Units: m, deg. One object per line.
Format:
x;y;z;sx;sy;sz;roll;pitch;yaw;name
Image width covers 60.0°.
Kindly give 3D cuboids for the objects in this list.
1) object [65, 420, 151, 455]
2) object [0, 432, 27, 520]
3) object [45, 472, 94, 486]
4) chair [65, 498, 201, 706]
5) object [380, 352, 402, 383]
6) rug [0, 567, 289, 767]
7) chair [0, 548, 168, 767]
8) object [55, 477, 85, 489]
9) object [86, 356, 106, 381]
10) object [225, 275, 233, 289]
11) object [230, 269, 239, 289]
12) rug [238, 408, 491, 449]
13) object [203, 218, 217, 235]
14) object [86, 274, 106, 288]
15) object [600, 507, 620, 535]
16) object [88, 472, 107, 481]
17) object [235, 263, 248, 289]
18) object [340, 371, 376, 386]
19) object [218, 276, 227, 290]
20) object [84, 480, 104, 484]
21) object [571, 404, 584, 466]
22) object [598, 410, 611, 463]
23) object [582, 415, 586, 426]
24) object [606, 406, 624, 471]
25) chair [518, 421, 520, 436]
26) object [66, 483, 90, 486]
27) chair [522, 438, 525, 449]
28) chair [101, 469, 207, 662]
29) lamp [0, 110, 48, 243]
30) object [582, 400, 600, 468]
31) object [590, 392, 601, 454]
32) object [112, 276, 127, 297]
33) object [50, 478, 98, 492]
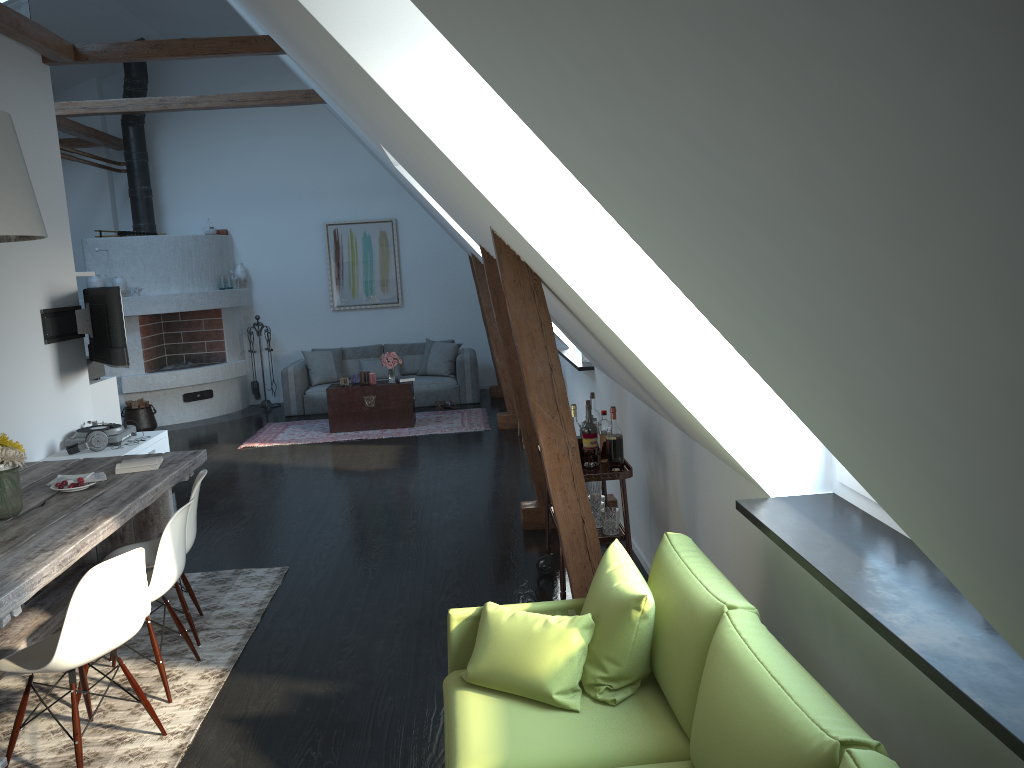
-3.167;0.394;6.928;0.558;0.162;0.742;-4;8;-6;object
-2.168;0.385;3.737;0.233;0.365;0.293;-8;9;-32;object
-2.199;0.471;4.416;0.182;0.016;0.179;-5;8;-8;object
-1.608;0.913;3.817;0.542;0.801;0.465;-4;8;-2;chair
-1.341;-0.192;9.813;0.234;0.351;0.235;-11;11;-43;object
-2.193;1.330;3.932;1.898;0.022;2.677;-4;8;-3;rug
-1.576;0.989;3.245;0.542;0.801;0.465;0;8;23;chair
-2.098;0.477;4.214;0.132;0.034;0.144;-8;9;-31;object
-3.821;-0.109;7.640;0.435;0.211;0.496;-4;8;-3;object
-3.684;-1.324;11.543;0.092;0.180;0.092;-1;8;20;object
-3.653;-1.383;11.684;0.081;0.258;0.150;1;9;30;object
-1.570;0.473;9.905;2.647;0.029;1.512;-4;8;-3;rug
-3.940;-2.049;11.548;0.066;0.221;0.231;1;9;27;object
-4.900;-1.132;10.454;0.203;0.314;0.203;-6;8;-19;object
0.474;0.662;4.265;0.095;0.119;0.095;-10;10;-41;object
-2.115;0.468;4.405;0.182;0.014;0.185;-8;9;-29;object
-3.624;-1.431;11.861;0.165;0.368;0.165;-8;9;-31;object
-1.689;-0.065;9.842;0.413;0.138;0.215;-2;8;8;object
-3.720;-1.300;11.387;0.092;0.180;0.092;0;9;25;object
-2.031;0.472;4.234;0.194;0.022;0.019;-2;8;12;object
0.313;0.251;4.389;0.081;0.307;0.081;-3;8;3;object
0.466;0.260;4.438;0.067;0.257;0.099;-3;8;2;object
0.416;0.257;4.761;0.052;0.182;0.135;2;9;34;object
0.490;0.259;4.247;0.081;0.308;0.081;-5;8;-11;object
0.246;0.175;8.753;0.342;0.696;0.329;-6;8;-20;chair
-2.069;0.481;4.228;0.110;0.011;0.058;-3;8;1;object
0.251;0.229;8.353;0.342;0.696;0.329;-4;8;-2;chair
-1.729;0.850;4.327;0.542;0.801;0.465;-6;8;-17;chair
-2.408;-1.975;3.439;0.757;2.813;0.697;-11;11;-43;lamp
0.380;0.242;4.330;0.080;0.329;0.080;-5;8;-12;object
0.428;0.203;4.634;0.073;0.320;0.073;-5;8;-12;object
-4.642;-1.135;10.503;0.158;0.274;0.158;2;10;36;object
-2.085;0.487;4.227;0.205;0.024;0.205;-5;8;-11;object
